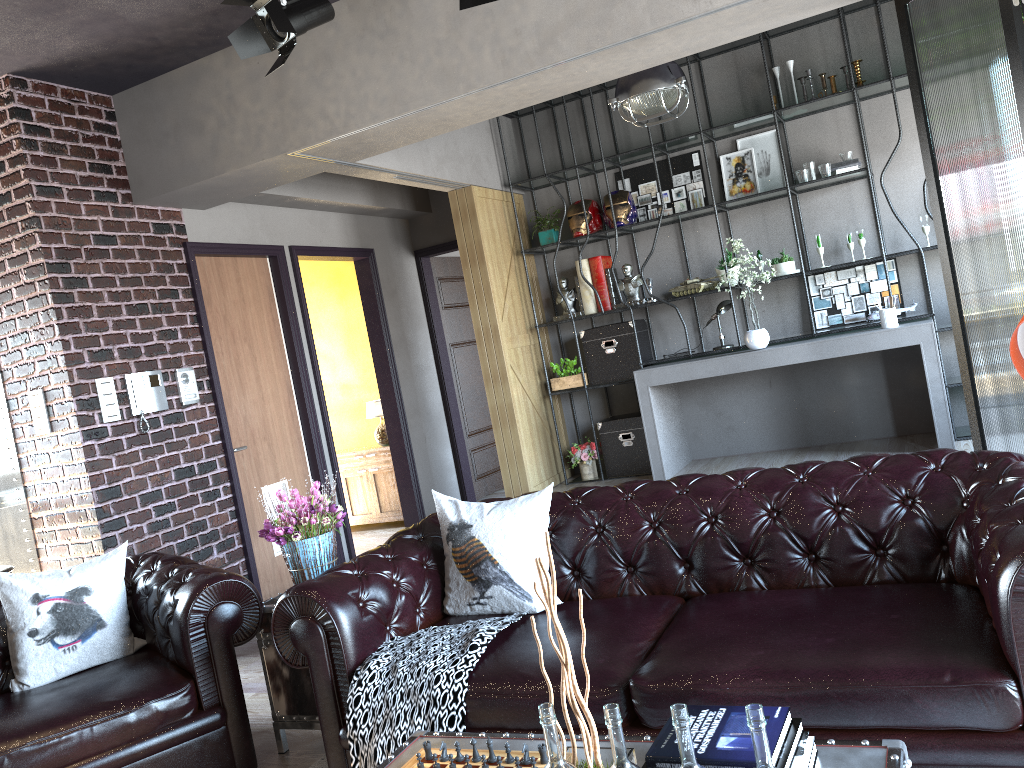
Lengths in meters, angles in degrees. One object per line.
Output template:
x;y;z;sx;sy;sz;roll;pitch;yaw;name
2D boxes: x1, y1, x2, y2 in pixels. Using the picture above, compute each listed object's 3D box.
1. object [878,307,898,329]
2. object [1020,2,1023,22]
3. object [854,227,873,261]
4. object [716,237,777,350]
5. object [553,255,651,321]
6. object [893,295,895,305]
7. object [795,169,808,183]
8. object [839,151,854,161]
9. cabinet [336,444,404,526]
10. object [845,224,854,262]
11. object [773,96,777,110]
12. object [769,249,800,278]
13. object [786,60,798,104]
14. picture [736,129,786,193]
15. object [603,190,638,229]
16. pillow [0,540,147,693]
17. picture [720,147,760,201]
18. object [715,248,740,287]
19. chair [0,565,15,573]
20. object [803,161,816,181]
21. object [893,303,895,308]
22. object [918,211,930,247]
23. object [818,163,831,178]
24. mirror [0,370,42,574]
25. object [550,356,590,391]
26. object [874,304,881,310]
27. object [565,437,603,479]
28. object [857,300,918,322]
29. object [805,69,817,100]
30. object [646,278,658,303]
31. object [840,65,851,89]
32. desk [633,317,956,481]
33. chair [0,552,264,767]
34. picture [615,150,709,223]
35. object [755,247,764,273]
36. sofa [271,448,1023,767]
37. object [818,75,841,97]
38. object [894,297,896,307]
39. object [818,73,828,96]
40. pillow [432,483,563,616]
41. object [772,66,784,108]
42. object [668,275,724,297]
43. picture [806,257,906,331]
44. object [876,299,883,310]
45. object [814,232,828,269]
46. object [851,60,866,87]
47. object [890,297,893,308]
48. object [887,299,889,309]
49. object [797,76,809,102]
2.657;-0.464;6.257;0.110;0.137;0.110;-10;2;36;object
3.289;-2.142;5.980;0.719;1.025;0.651;-9;2;44;object
2.587;-1.041;6.557;0.113;0.246;0.113;-9;2;44;object
1.752;-0.681;6.522;0.398;0.852;0.420;-11;2;-18;object
0.729;-0.836;7.532;0.832;0.466;0.290;-10;2;26;object
2.690;-0.535;6.252;0.052;0.185;0.009;-10;2;27;object
2.172;-1.545;6.619;0.093;0.099;0.092;-12;2;-27;object
2.525;-1.710;6.682;0.103;0.068;0.103;-10;2;18;object
-1.534;1.016;8.609;1.430;0.750;0.409;-10;2;25;cabinet
2.606;-1.084;6.833;0.113;0.301;0.113;-9;2;44;object
1.990;-2.113;6.712;0.135;0.129;0.135;-11;2;-1;object
2.086;-0.940;6.849;0.235;0.212;0.235;-11;2;-19;object
2.167;-2.284;6.812;0.128;0.390;0.128;-11;2;-15;object
1.994;-1.741;7.068;0.331;0.514;0.119;-10;2;26;picture
0.887;-1.446;7.358;0.280;0.327;0.400;-10;2;16;object
-1.836;0.943;3.698;0.542;0.502;0.290;-12;2;-27;pillow
1.829;-1.659;7.107;0.267;0.413;0.101;-10;2;26;picture
1.709;-0.922;7.005;0.137;0.305;0.193;-12;2;-31;object
-2.855;1.414;4.781;0.438;0.781;0.439;-11;2;4;chair
2.253;-1.591;6.691;0.087;0.155;0.087;-9;2;38;object
2.670;-0.488;6.235;0.068;0.159;0.009;-10;2;39;object
3.025;-1.133;6.485;0.113;0.270;0.113;-10;2;14;object
2.316;-1.569;6.549;0.092;0.099;0.092;-11;2;-17;object
-3.453;0.136;5.468;1.047;3.459;0.050;-10;2;26;mirror
0.482;-0.099;7.561;0.303;0.265;0.181;-10;2;25;object
2.638;-0.497;6.276;0.137;0.190;0.009;-10;2;29;object
0.617;0.635;7.658;0.345;0.362;0.332;-10;2;29;object
2.795;-0.537;6.631;0.352;0.111;0.379;-12;3;-32;object
2.227;-2.212;6.593;0.100;0.243;0.100;-10;2;35;object
1.127;-0.767;7.234;0.093;0.200;0.093;-10;2;21;object
2.497;-2.258;6.598;0.084;0.233;0.084;-11;2;7;object
2.143;0.128;6.810;2.127;0.885;0.846;-10;2;26;desk
-1.849;1.241;3.553;1.495;0.845;1.243;-12;2;-34;chair
1.254;-1.625;7.459;0.748;0.503;0.058;-10;2;25;picture
1.987;-0.962;7.081;0.113;0.273;0.113;-11;2;-8;object
0.575;0.805;3.027;2.563;0.838;1.241;-10;2;25;sofa
2.372;-2.191;6.539;0.190;0.152;0.189;-12;3;-42;object
2.686;-0.525;6.241;0.062;0.169;0.009;-10;2;25;object
2.369;-2.235;6.713;0.080;0.226;0.080;-11;2;-1;object
-0.064;0.614;3.377;0.528;0.469;0.284;-10;2;28;pillow
2.097;-2.276;6.925;0.128;0.390;0.128;-11;2;-6;object
1.509;-0.821;7.175;0.207;0.170;0.577;-12;2;-29;object
2.658;-0.691;6.875;0.665;0.447;0.051;-10;2;25;picture
2.630;-0.506;6.295;0.023;0.202;0.046;-12;2;-28;object
2.311;-1.006;6.647;0.113;0.275;0.113;-10;2;29;object
2.529;-2.259;6.474;0.130;0.232;0.130;-11;2;3;object
2.688;-0.516;6.275;0.037;0.204;0.023;-11;2;-25;object
2.671;-0.522;6.290;0.009;0.167;0.061;-10;2;38;object
2.206;-2.206;6.684;0.084;0.233;0.084;-12;2;-37;object
